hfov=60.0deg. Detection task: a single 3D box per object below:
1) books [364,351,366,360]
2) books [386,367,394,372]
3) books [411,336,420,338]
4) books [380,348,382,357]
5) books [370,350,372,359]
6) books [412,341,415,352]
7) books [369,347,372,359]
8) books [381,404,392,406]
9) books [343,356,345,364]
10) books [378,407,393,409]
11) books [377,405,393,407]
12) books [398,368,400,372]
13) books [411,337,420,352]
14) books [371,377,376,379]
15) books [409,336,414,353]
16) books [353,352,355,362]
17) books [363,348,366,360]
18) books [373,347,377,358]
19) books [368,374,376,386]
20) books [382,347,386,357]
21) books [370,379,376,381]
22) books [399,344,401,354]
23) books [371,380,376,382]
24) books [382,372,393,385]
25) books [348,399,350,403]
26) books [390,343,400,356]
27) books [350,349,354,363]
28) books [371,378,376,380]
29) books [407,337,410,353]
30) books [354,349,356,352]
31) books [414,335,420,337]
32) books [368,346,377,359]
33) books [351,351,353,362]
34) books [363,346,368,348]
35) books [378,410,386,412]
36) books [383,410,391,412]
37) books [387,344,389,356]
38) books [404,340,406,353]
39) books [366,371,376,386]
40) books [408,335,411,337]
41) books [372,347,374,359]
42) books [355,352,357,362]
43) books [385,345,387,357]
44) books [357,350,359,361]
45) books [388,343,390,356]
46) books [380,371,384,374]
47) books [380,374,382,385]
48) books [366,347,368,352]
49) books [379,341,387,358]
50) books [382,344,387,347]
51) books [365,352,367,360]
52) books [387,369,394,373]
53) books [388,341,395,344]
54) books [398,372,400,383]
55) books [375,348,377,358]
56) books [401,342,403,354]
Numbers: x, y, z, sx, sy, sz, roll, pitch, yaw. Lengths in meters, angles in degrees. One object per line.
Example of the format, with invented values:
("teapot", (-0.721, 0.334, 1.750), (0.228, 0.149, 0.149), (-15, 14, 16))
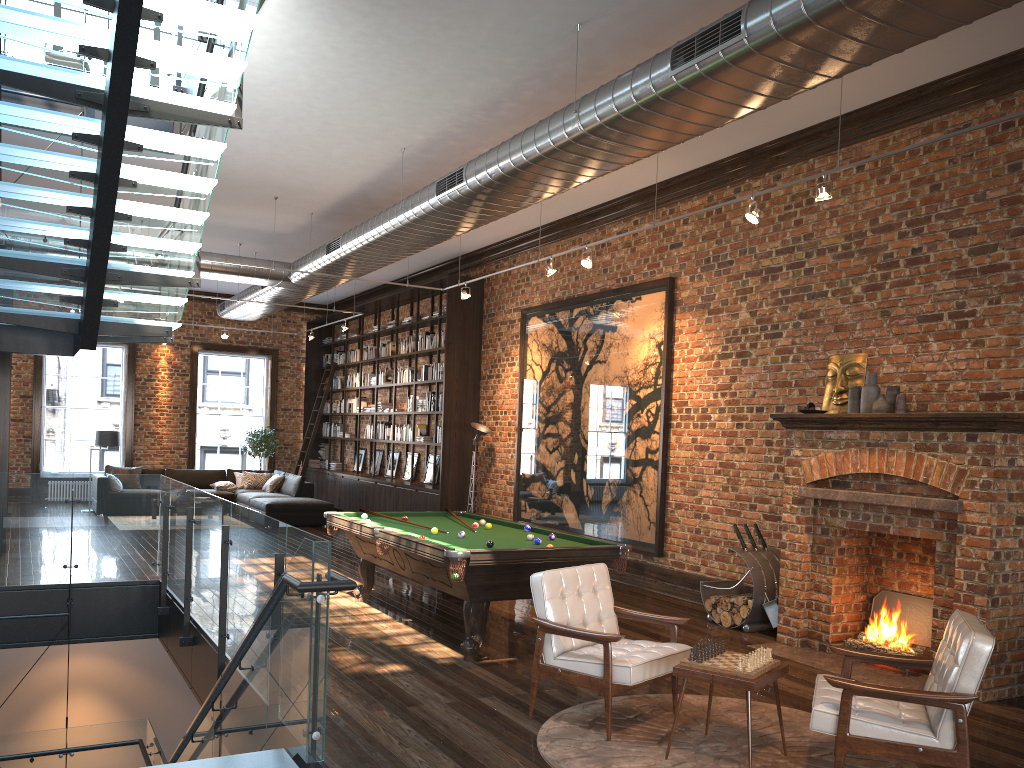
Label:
("books", (-2.818, -0.539, 17.405), (0.187, 0.200, 0.030), (3, 1, -29))
("books", (-2.273, -0.137, 16.452), (0.156, 0.335, 0.014), (2, 1, -29))
("books", (-1.662, -0.668, 15.356), (0.188, 0.297, 0.014), (2, 1, -29))
("books", (-2.390, -0.573, 16.667), (0.173, 0.211, 0.057), (3, 1, -29))
("books", (-2.652, -0.546, 17.142), (0.166, 0.195, 0.030), (3, 1, -29))
("books", (-1.633, -0.624, 15.299), (0.188, 0.208, 0.051), (3, 1, -29))
("books", (-2.683, -0.574, 17.187), (0.185, 0.253, 0.029), (2, 1, -29))
("books", (-2.345, 0.396, 16.501), (0.196, 0.019, 0.173), (4, -4, -24))
("books", (-3.474, -0.487, 18.658), (0.136, 0.202, 0.085), (2, 1, -29))
("books", (-2.344, 0.448, 16.496), (0.293, 0.008, 0.158), (4, -4, -26))
("books", (-2.342, 0.410, 16.495), (0.283, 0.010, 0.169), (4, -4, -30))
("books", (-1.970, -0.134, 15.892), (0.159, 0.285, 0.014), (2, 1, -29))
("books", (-1.662, -0.659, 15.343), (0.180, 0.279, 0.009), (2, 1, -29))
("books", (-2.575, -0.117, 17.017), (0.160, 0.024, 0.330), (4, -4, -29))
("books", (-1.693, -0.670, 15.412), (0.183, 0.307, 0.009), (2, 1, -29))
("books", (-3.147, -0.533, 18.029), (0.156, 0.238, 0.033), (2, 1, -29))
("books", (-2.839, -0.570, 17.463), (0.192, 0.267, 0.016), (2, 1, -29))
("books", (-2.591, -0.576, 17.038), (0.143, 0.251, 0.078), (2, 1, -29))
("books", (-2.692, -0.067, 17.168), (0.192, 0.249, 0.024), (2, 1, -29))
("books", (-2.327, -0.575, 16.515), (0.193, 0.202, 0.027), (3, 1, -29))
("books", (-2.585, -0.068, 17.013), (0.161, 0.025, 0.298), (4, -4, -32))
("books", (-1.926, -0.604, 15.817), (0.183, 0.207, 0.053), (3, 1, -29))
("books", (-2.588, -0.044, 17.013), (0.160, 0.024, 0.334), (4, -4, -25))
("books", (-2.266, -0.090, 16.388), (0.272, 0.241, 0.083), (3, 0, -29))
("books", (-3.272, 0.456, 18.197), (0.182, 0.291, 0.014), (2, 1, -29))
("books", (-2.138, -0.613, 16.200), (0.191, 0.255, 0.061), (2, 1, -29))
("books", (-3.230, -0.557, 18.169), (0.163, 0.297, 0.029), (2, 1, -29))
("books", (-2.580, -0.093, 17.015), (0.160, 0.024, 0.332), (4, -4, -27))
("books", (-1.740, -0.665, 15.467), (0.183, 0.300, 0.018), (2, 1, -29))
("books", (-3.143, -0.555, 18.057), (0.159, 0.285, 0.014), (2, 1, -29))
("books", (-1.646, -0.677, 15.387), (0.133, 0.322, 0.009), (2, 1, -29))
("books", (-2.708, -0.590, 17.234), (0.176, 0.289, 0.030), (2, 1, -29))
("books", (-3.194, -0.537, 18.124), (0.178, 0.255, 0.036), (2, 1, -29))
("books", (-2.887, -0.589, 17.585), (0.166, 0.316, 0.016), (2, 1, -29))
("books", (-2.344, 0.504, 16.493), (0.244, 0.025, 0.160), (4, -4, -30))
("books", (-2.221, 0.509, 16.283), (0.205, 0.035, 0.266), (4, -4, -28))
("books", (-2.207, -0.602, 16.303), (0.191, 0.240, 0.008), (2, 1, -29))
("books", (-1.813, -0.639, 15.601), (0.185, 0.259, 0.032), (2, 1, -29))
("books", (-2.764, -0.087, 17.322), (0.175, 0.303, 0.067), (2, 1, -29))
("books", (-1.731, -0.679, 15.486), (0.184, 0.330, 0.008), (2, 1, -29))
("books", (-2.610, -0.575, 17.067), (0.168, 0.248, 0.072), (2, 1, -29))
("books", (-3.066, -0.525, 17.858), (0.179, 0.208, 0.033), (3, 1, -29))
("books", (-2.262, -0.598, 16.448), (0.161, 0.244, 0.032), (2, 1, -29))
("books", (-3.033, -0.554, 17.831), (0.160, 0.265, 0.011), (2, 1, -29))
("books", (-2.189, -0.612, 16.303), (0.166, 0.260, 0.007), (2, 1, -29))
("books", (-2.385, -0.097, 16.646), (0.185, 0.270, 0.026), (2, 1, -29))
("books", (-2.381, -0.075, 16.619), (0.191, 0.223, 0.027), (3, 1, -29))
("books", (-2.784, -0.582, 17.382), (0.160, 0.286, 0.014), (2, 1, -29))
("books", (-2.399, -0.631, 16.675), (0.186, 0.329, 0.069), (2, 1, -29))
("books", (-2.335, -0.608, 16.547), (0.180, 0.271, 0.011), (2, 1, -29))
("books", (-2.779, -0.533, 17.359), (0.177, 0.185, 0.035), (3, 1, -29))
("books", (-2.252, -0.119, 16.449), (0.133, 0.300, 0.012), (2, 1, -29))
("books", (-2.202, -0.630, 16.334), (0.181, 0.298, 0.009), (2, 1, -29))
("books", (-1.942, -0.099, 15.820), (0.181, 0.208, 0.030), (3, 1, -29))
("books", (-2.569, -0.566, 17.038), (0.137, 0.229, 0.065), (2, 1, -29))
("books", (-1.885, -0.619, 15.747), (0.174, 0.230, 0.014), (2, 1, -29))
